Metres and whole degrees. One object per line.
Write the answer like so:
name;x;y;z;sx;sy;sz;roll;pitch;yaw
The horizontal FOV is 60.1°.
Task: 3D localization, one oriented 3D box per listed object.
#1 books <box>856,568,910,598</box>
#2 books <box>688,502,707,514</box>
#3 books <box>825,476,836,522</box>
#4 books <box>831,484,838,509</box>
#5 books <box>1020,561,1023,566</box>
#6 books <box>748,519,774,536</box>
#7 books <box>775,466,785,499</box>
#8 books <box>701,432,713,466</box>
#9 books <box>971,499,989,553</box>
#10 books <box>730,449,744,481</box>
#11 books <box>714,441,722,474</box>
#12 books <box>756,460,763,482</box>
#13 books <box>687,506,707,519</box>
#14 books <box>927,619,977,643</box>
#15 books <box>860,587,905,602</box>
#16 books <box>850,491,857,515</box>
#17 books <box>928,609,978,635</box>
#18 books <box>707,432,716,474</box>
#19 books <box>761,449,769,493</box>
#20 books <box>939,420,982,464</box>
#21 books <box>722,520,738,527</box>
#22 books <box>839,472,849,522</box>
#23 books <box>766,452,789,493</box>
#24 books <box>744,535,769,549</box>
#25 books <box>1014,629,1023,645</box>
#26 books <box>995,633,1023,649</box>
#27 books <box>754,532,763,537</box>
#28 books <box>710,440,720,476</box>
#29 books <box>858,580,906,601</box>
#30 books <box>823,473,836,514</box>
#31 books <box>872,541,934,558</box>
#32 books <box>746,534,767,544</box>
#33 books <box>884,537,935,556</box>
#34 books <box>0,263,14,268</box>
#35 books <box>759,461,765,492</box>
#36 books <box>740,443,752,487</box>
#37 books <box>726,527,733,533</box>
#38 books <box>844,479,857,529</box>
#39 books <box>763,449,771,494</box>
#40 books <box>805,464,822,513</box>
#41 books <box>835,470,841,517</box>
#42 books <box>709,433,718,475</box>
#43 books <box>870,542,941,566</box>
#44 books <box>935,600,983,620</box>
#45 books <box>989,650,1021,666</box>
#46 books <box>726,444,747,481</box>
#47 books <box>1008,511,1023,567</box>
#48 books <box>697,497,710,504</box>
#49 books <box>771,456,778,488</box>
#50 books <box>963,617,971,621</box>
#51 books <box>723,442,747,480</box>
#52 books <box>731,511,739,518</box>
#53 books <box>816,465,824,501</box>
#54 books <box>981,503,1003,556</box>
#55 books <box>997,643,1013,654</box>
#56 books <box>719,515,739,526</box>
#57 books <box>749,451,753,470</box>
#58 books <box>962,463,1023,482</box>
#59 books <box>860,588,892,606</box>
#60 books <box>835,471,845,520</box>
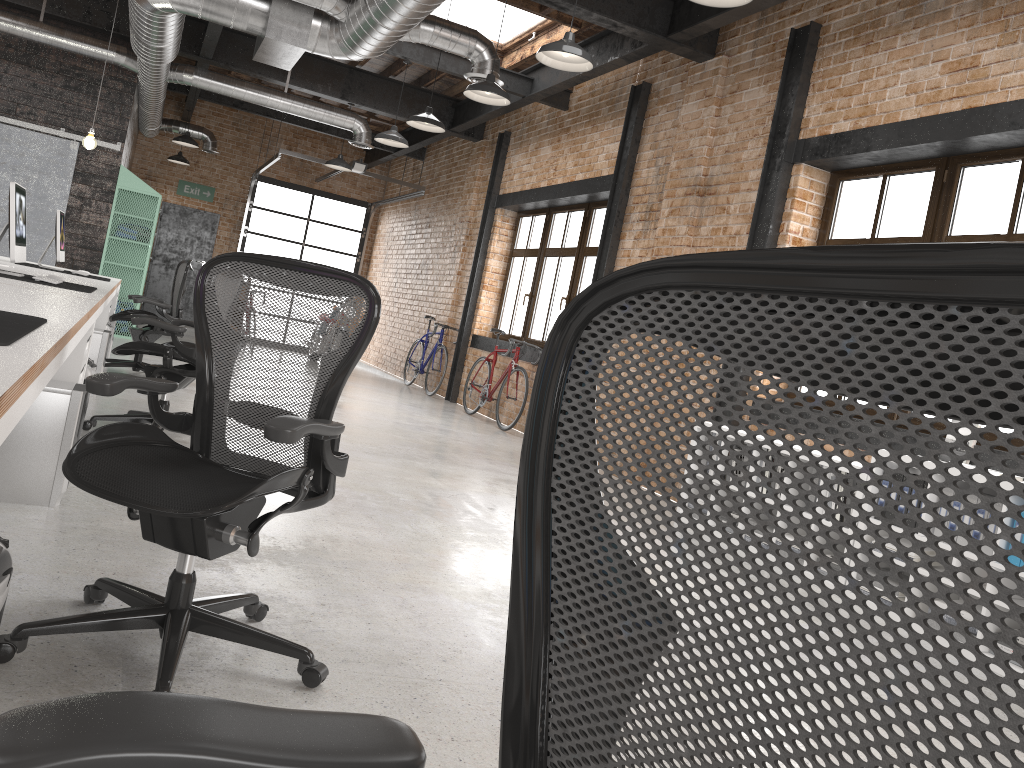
books;1.916;0.997;4.465;0.216;0.078;0.292;10;3;-23
books;1.334;0.828;5.883;0.206;0.067;0.276;10;3;-23
books;1.815;0.648;4.853;0.182;0.262;0.057;11;0;-18
books;1.818;0.662;4.822;0.161;0.240;0.054;11;0;-18
books;2.306;0.689;3.803;0.231;0.261;0.062;11;1;-23
books;1.582;0.883;5.320;0.216;0.078;0.292;10;3;-23
books;1.664;0.606;5.283;0.197;0.240;0.058;11;0;-18
books;1.425;0.461;6.000;0.258;0.351;0.065;11;0;-18
books;2.215;0.657;4.054;0.231;0.261;0.062;11;1;-23
books;1.503;0.551;5.690;0.197;0.240;0.058;11;0;-18
books;1.429;0.516;5.841;0.182;0.262;0.057;11;0;-18
books;1.590;0.571;5.434;0.182;0.262;0.057;11;0;-18
books;1.327;0.878;5.893;0.216;0.072;0.291;10;3;-23
books;2.088;1.132;4.069;0.216;0.072;0.291;10;3;-23
books;1.907;1.052;4.451;0.218;0.034;0.261;10;3;-23
books;1.889;0.683;4.702;0.197;0.240;0.058;11;0;-18
books;2.095;1.081;4.059;0.206;0.067;0.276;10;3;-23
books;1.440;0.477;5.940;0.248;0.333;0.060;11;0;-18
books;1.650;0.538;5.403;0.257;0.354;0.050;11;0;-18
books;2.307;0.303;4.563;0.065;0.224;0.161;11;1;-24
books;1.467;0.901;5.600;0.163;0.047;0.240;10;3;-23
books;1.897;0.622;4.772;0.271;0.354;0.063;11;0;-18
books;1.672;0.545;5.354;0.271;0.354;0.063;11;0;-18
books;1.563;0.962;5.313;0.206;0.061;0.275;10;3;-23
books;2.262;1.100;3.772;0.198;0.054;0.241;10;3;-23
books;2.250;1.130;3.796;0.221;0.055;0.283;10;3;-23
books;1.578;0.920;5.302;0.214;0.046;0.252;10;3;-23
books;1.461;0.498;5.892;0.258;0.305;0.040;11;0;-18
books;1.912;1.034;4.447;0.214;0.046;0.252;10;3;-23
books;1.847;0.630;4.904;0.258;0.305;0.040;11;0;-18
books;1.974;0.822;4.407;0.218;0.034;0.261;10;3;-23
books;1.574;0.938;5.306;0.218;0.034;0.261;10;3;-23
books;1.978;0.805;4.402;0.214;0.046;0.252;10;3;-23
books;-3.537;-0.825;5.978;0.244;0.019;0.205;12;3;14
books;1.593;0.585;5.404;0.161;0.240;0.054;11;0;-18
books;1.587;0.516;5.593;0.258;0.351;0.065;11;0;-18
books;1.463;0.929;5.616;0.183;0.049;0.262;10;3;-23
books;1.884;0.658;4.736;0.221;0.283;0.061;11;0;-18
books;1.661;0.542;5.382;0.258;0.352;0.071;11;0;-18
books;1.812;0.593;5.012;0.258;0.351;0.065;11;0;-18
books;1.875;0.615;4.822;0.257;0.354;0.050;11;0;-18
books;1.454;0.491;5.912;0.264;0.314;0.025;11;0;-18
books;1.963;0.846;4.413;0.206;0.061;0.275;10;3;-23
books;2.110;1.040;4.049;0.214;0.052;0.253;10;3;-23
books;2.223;1.183;3.791;0.183;0.049;0.262;10;3;-23
books;1.497;0.526;5.724;0.221;0.283;0.061;11;0;-18
books;2.282;0.681;3.862;0.231;0.261;0.062;11;1;-23
books;1.350;0.786;5.873;0.214;0.052;0.253;10;3;-23
books;1.659;0.581;5.317;0.221;0.283;0.061;11;0;-18
books;2.106;1.057;4.053;0.218;0.039;0.261;10;3;-23
books;1.510;0.490;5.760;0.271;0.354;0.063;11;0;-18
books;1.501;0.846;5.596;0.198;0.054;0.241;10;3;-23
books;1.826;0.609;4.952;0.248;0.333;0.060;11;0;-18
books;2.240;0.665;3.994;0.231;0.261;0.062;11;1;-23
books;2.227;1.155;3.775;0.163;0.047;0.240;10;3;-23
books;1.490;0.876;5.621;0.221;0.055;0.283;10;3;-23
books;1.601;0.532;5.533;0.248;0.333;0.060;11;0;-18
books;2.237;0.413;4.183;0.173;0.021;0.274;10;3;-23
books;1.896;1.076;4.458;0.206;0.061;0.275;10;3;-23
books;1.885;0.619;4.800;0.258;0.352;0.071;11;0;-18
